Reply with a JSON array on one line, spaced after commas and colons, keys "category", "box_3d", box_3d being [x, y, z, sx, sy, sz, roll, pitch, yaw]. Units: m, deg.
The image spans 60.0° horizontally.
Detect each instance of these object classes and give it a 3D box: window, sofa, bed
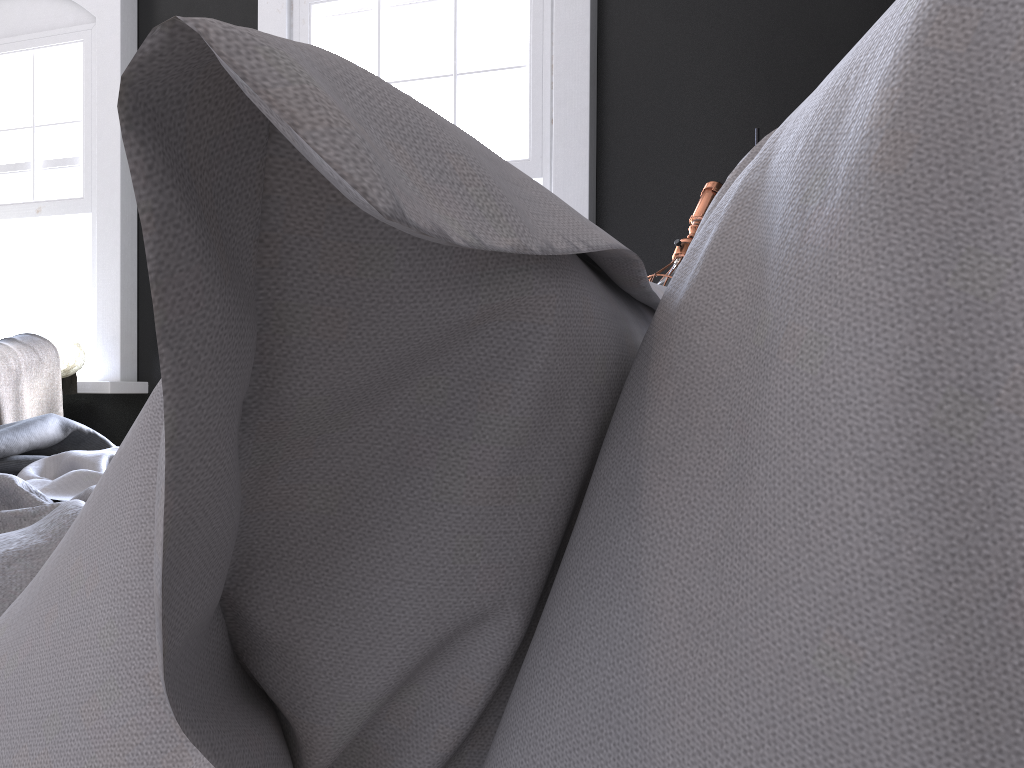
[{"category": "window", "box_3d": [-0.474, -1.513, 4.537, 1.263, 1.017, 0.056, 0, 1, 20]}, {"category": "sofa", "box_3d": [-3.438, 0.332, 4.698, 2.813, 1.161, 1.606, 0, 0, 21]}, {"category": "window", "box_3d": [-3.087, -1.198, 5.478, 1.263, 1.672, 0.056, 1, 1, 20]}, {"category": "bed", "box_3d": [-0.854, 0.236, 1.439, 3.283, 1.298, 2.765, 0, 0, 8]}]

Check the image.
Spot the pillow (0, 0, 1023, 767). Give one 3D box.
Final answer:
[{"category": "pillow", "box_3d": [0.174, 0.055, 1.006, 0.680, 0.760, 1.830, 0, 0, 20]}]

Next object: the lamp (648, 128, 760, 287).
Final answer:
[{"category": "lamp", "box_3d": [1.038, 0.016, 3.180, 1.718, 1.779, 0.437, 0, 1, -32]}]

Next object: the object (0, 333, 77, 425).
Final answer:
[{"category": "object", "box_3d": [-2.496, 0.050, 4.464, 0.517, 0.585, 1.367, 0, 0, -21]}]
